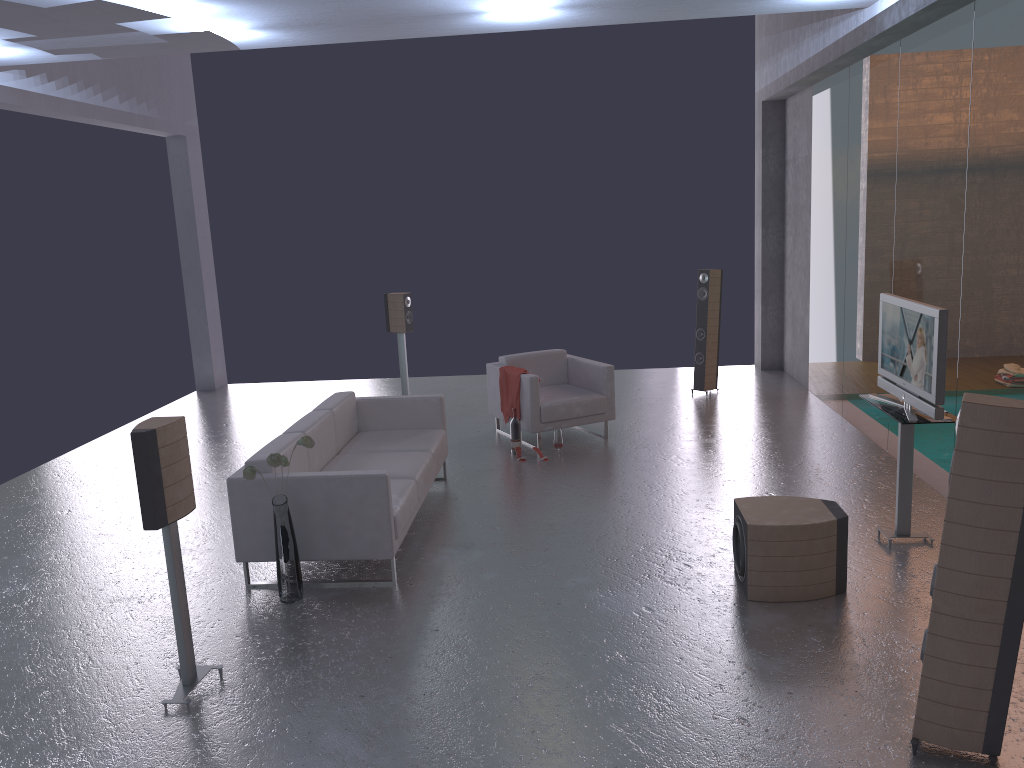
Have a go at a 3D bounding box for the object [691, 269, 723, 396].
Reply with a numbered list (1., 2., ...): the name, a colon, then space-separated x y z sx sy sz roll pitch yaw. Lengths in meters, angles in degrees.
1. object: 2.340 -0.625 10.494 0.444 1.473 0.244 -12 14 -39

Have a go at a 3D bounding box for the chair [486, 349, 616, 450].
1. chair: 0.388 0.116 8.975 0.936 0.808 1.026 -8 12 -25

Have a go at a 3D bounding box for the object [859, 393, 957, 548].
1. object: 2.537 0.561 5.712 0.360 0.958 0.818 -2 11 5

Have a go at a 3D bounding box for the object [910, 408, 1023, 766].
1. object: 1.831 0.776 3.458 0.444 1.469 0.244 3 13 29

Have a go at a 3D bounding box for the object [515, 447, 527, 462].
1. object: 0.073 0.650 8.187 0.079 0.087 0.235 -6 12 -17

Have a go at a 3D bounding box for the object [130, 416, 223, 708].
1. object: -1.643 0.853 4.256 0.243 1.363 0.333 -1 11 10

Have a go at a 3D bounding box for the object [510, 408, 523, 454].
1. object: 0.035 0.439 8.366 0.109 0.435 0.109 4 13 31

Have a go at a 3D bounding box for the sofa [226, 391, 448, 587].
1. sofa: -1.138 0.651 6.585 1.026 0.824 2.353 -2 11 5

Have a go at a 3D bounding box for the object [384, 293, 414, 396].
1. object: -1.328 -0.409 10.639 0.333 1.363 0.243 5 13 35

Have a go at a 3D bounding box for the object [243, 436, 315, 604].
1. object: -1.364 0.826 5.137 0.387 1.051 0.400 7 15 42

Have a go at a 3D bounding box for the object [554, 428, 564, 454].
1. object: 0.434 0.533 8.317 0.091 0.233 0.091 4 13 32

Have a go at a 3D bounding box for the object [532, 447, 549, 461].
1. object: 0.268 0.645 8.163 0.079 0.087 0.235 -9 12 -28

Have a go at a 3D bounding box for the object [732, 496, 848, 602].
1. object: 1.630 0.958 5.223 0.604 0.459 0.514 -2 11 5

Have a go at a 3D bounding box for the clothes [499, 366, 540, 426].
1. clothes: 0.075 0.139 8.749 0.254 0.604 0.574 -8 12 -25

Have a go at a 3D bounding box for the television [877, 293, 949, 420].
1. television: 2.496 -0.203 5.566 0.054 0.644 1.000 -2 11 5
